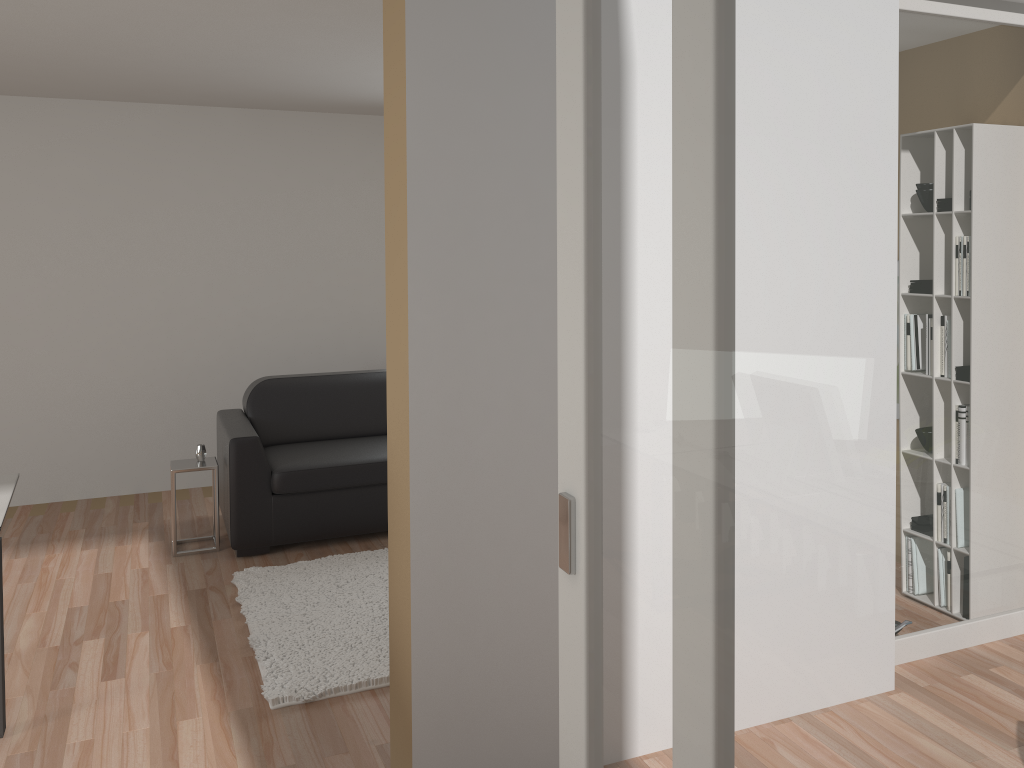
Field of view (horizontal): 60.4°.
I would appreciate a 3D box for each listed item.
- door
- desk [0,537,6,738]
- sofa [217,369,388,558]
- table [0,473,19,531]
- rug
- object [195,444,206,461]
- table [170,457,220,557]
[{"bbox_3d":[0.337,0.110,1.295,0.060,2.635,1.193,-1,3,-22],"label":"door"},{"bbox_3d":[-1.795,0.967,2.106,0.805,0.681,1.615,-3,8,-22],"label":"desk"},{"bbox_3d":[-0.607,0.376,5.448,2.261,0.830,0.959,-4,6,-22],"label":"sofa"},{"bbox_3d":[-2.335,0.807,3.183,0.927,0.684,0.816,-3,6,-25],"label":"table"},{"bbox_3d":[-0.221,0.980,4.153,2.028,0.045,1.462,-4,9,-22],"label":"rug"},{"bbox_3d":[-1.728,0.381,4.888,0.058,0.086,0.057,3,5,37],"label":"object"},{"bbox_3d":[-1.743,0.667,4.837,0.239,0.467,0.228,-2,3,-22],"label":"table"}]
